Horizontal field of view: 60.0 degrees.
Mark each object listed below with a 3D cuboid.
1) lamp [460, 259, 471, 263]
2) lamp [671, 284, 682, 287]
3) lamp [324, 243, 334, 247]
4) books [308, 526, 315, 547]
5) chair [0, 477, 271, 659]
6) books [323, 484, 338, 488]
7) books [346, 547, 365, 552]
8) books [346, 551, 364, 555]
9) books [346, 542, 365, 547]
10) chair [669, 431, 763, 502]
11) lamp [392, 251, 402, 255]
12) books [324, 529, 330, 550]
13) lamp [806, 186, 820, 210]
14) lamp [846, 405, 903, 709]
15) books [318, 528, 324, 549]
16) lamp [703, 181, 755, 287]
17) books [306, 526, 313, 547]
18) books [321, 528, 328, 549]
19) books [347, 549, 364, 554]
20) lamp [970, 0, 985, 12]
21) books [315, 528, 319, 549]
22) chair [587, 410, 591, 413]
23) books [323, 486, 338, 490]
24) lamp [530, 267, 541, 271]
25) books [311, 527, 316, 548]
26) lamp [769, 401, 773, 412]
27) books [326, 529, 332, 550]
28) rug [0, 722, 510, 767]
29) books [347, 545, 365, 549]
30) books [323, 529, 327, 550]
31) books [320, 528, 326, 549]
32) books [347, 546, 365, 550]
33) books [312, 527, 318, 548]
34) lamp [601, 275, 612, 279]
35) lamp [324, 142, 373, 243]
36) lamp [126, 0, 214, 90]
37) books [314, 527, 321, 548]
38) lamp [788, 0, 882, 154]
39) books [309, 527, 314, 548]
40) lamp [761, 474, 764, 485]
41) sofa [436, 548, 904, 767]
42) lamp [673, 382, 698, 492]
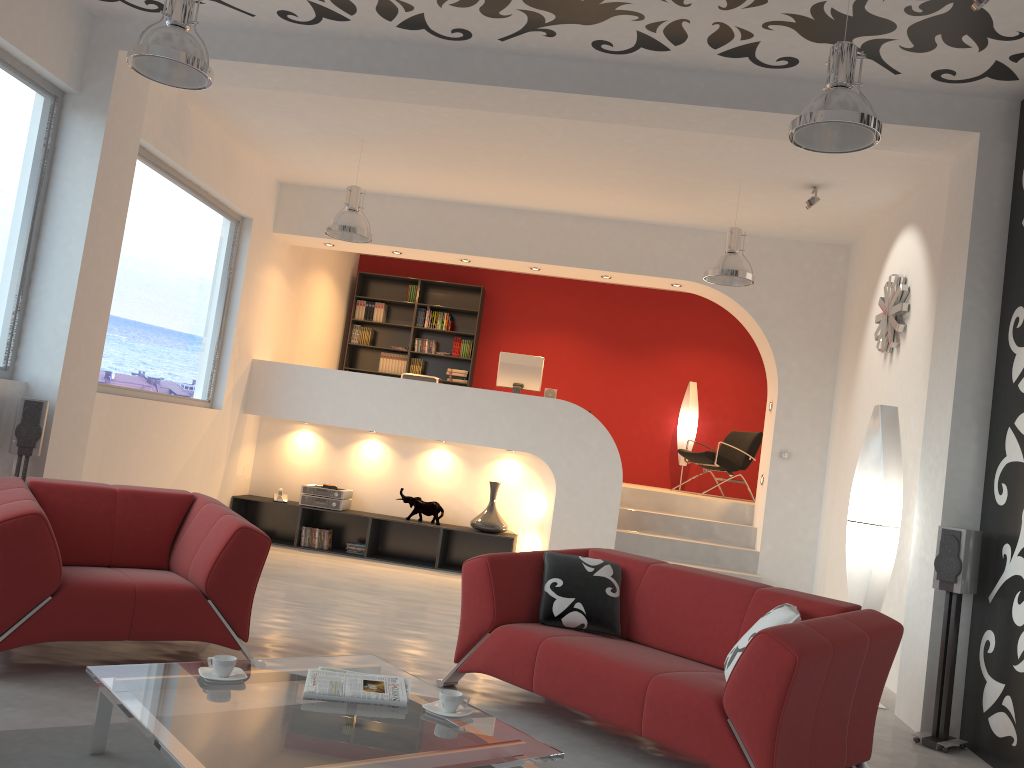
[{"bbox_3d":[-0.461,-1.220,8.788,0.105,0.011,0.105,8,-4,-5],"label":"lamp"},{"bbox_3d":[1.591,-0.952,8.574,0.105,0.011,0.105,8,-4,-5],"label":"lamp"},{"bbox_3d":[-1.842,-1.400,8.932,0.105,0.011,0.105,7,-4,10],"label":"lamp"},{"bbox_3d":[-1.947,1.482,8.597,0.031,0.190,0.135,7,-4,6],"label":"books"},{"bbox_3d":[-1.882,0.888,4.212,1.288,0.738,0.951,11,-5,-34],"label":"chair"},{"bbox_3d":[-1.778,0.997,8.680,0.135,0.015,0.190,9,-4,-9],"label":"books"},{"bbox_3d":[-1.498,1.602,8.595,0.190,0.015,0.135,7,-4,11],"label":"books"},{"bbox_3d":[-1.498,1.632,8.592,0.190,0.015,0.135,8,-4,1],"label":"books"},{"bbox_3d":[-1.500,1.556,8.599,0.190,0.015,0.135,8,-4,1],"label":"books"},{"bbox_3d":[2.337,0.886,10.121,0.768,0.795,0.664,9,-5,-19],"label":"chair"},{"bbox_3d":[-1.152,-1.310,8.860,0.105,0.011,0.105,8,-4,-5],"label":"lamp"},{"bbox_3d":[-1.785,1.503,8.580,0.031,0.190,0.135,7,-4,6],"label":"books"},{"bbox_3d":[2.300,-1.416,6.768,0.118,0.176,0.112,12,-6,-42],"label":"lamp"},{"bbox_3d":[2.183,1.016,5.396,0.313,1.779,0.313,7,-5,14],"label":"lamp"},{"bbox_3d":[-1.844,1.495,8.586,0.031,0.190,0.135,7,-4,6],"label":"books"},{"bbox_3d":[1.711,-1.183,6.813,0.379,0.800,0.379,10,-5,-23],"label":"lamp"},{"bbox_3d":[-1.962,1.480,8.598,0.031,0.190,0.135,7,-4,6],"label":"books"},{"bbox_3d":[-1.814,1.499,8.583,0.031,0.190,0.135,7,-4,6],"label":"books"},{"bbox_3d":[-1.490,1.618,8.593,0.190,0.015,0.135,7,-4,6],"label":"books"},{"bbox_3d":[2.025,-1.684,3.793,0.118,0.176,0.112,12,-6,-42],"label":"lamp"},{"bbox_3d":[-1.873,1.491,8.589,0.031,0.190,0.135,7,-4,6],"label":"books"},{"bbox_3d":[0.468,0.638,10.257,0.664,0.795,0.768,6,-5,26],"label":"chair"},{"bbox_3d":[-1.778,1.012,8.669,0.135,0.015,0.190,9,-5,-14],"label":"books"},{"bbox_3d":[0.229,-1.130,8.716,0.105,0.011,0.105,8,-4,-5],"label":"lamp"},{"bbox_3d":[-1.918,1.485,8.594,0.031,0.190,0.135,7,-4,6],"label":"books"},{"bbox_3d":[2.448,0.211,8.390,0.011,0.105,0.105,7,-4,6],"label":"lamp"},{"bbox_3d":[-1.770,1.505,8.578,0.031,0.190,0.135,7,-4,6],"label":"books"},{"bbox_3d":[-0.651,1.320,2.811,1.700,0.025,1.700,11,-6,-39],"label":"rug"},{"bbox_3d":[-1.493,1.572,8.590,0.190,0.015,0.135,7,-4,6],"label":"books"},{"bbox_3d":[-1.799,1.501,8.581,0.031,0.190,0.135,7,-4,6],"label":"books"},{"bbox_3d":[-1.829,1.497,8.584,0.031,0.190,0.135,7,-4,6],"label":"books"},{"bbox_3d":[-1.490,1.588,8.596,0.190,0.015,0.135,7,-4,6],"label":"books"},{"bbox_3d":[-1.903,1.487,8.592,0.031,0.190,0.135,7,-4,6],"label":"books"},{"bbox_3d":[0.920,-1.040,8.644,0.105,0.011,0.105,8,-4,-5],"label":"lamp"},{"bbox_3d":[-1.257,-1.571,7.122,0.379,0.800,0.379,10,-5,-23],"label":"lamp"},{"bbox_3d":[-1.532,-1.838,4.147,0.379,0.800,0.379,5,-5,35],"label":"lamp"},{"bbox_3d":[-1.888,1.489,8.591,0.031,0.190,0.135,7,-4,6],"label":"books"},{"bbox_3d":[1.436,-1.451,3.837,0.379,0.800,0.379,8,-4,-1],"label":"lamp"},{"bbox_3d":[-1.933,1.483,8.595,0.031,0.190,0.135,7,-4,6],"label":"books"},{"bbox_3d":[2.352,0.901,8.337,0.011,0.105,0.105,7,-4,6],"label":"lamp"},{"bbox_3d":[0.649,1.223,4.001,0.951,0.738,1.929,12,-6,-44],"label":"sofa"},{"bbox_3d":[2.151,0.645,10.949,0.237,1.349,0.237,7,-5,14],"label":"lamp"}]
